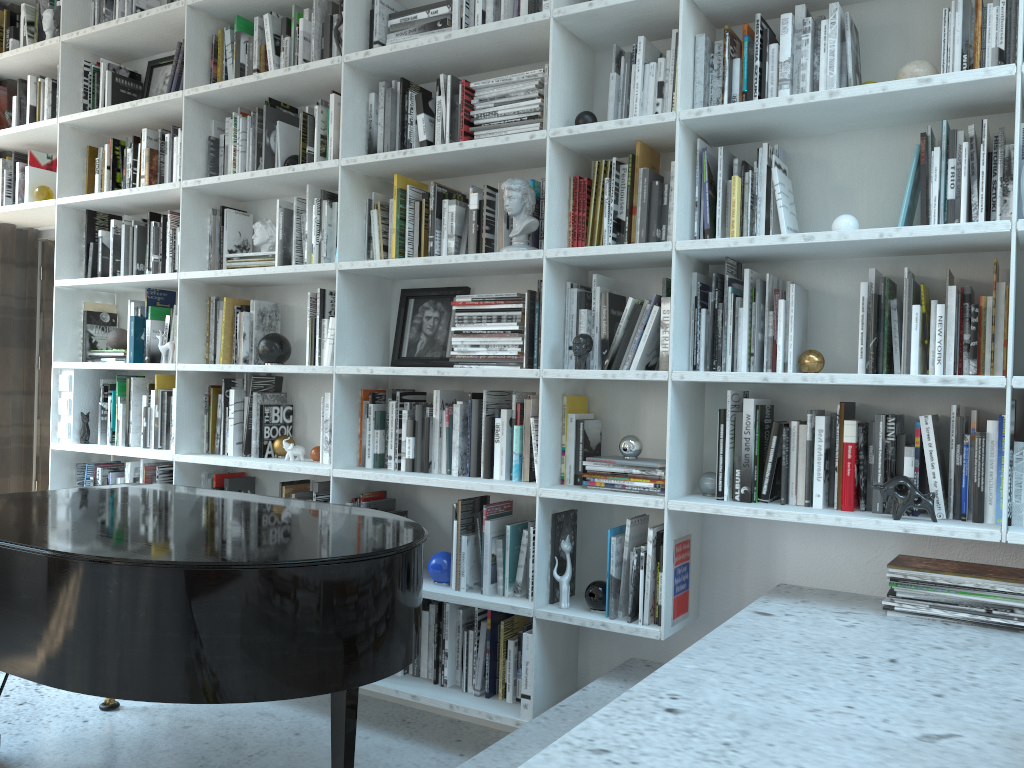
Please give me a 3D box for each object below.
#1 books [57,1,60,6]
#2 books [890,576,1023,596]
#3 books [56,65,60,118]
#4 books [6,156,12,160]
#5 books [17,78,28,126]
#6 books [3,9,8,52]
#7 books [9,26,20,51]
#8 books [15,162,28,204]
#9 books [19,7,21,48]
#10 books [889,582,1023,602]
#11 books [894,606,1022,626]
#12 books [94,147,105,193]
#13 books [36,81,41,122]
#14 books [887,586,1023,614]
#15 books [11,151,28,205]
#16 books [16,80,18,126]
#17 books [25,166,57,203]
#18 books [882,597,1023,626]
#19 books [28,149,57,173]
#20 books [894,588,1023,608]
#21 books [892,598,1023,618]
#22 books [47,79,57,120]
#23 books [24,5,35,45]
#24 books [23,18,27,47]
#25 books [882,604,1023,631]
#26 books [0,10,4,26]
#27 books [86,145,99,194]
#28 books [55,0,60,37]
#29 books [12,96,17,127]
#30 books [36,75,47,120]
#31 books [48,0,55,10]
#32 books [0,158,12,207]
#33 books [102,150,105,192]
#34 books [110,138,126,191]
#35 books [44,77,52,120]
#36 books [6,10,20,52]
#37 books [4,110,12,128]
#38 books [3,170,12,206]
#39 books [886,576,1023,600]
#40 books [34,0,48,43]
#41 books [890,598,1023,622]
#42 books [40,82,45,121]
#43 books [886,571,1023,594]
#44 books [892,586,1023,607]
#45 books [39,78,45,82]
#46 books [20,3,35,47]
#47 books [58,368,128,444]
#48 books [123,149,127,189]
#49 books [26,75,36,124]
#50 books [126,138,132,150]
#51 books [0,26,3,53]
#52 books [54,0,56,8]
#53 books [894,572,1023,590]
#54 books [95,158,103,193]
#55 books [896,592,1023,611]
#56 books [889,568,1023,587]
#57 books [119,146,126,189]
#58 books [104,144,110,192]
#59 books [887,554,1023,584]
[{"bbox_3d":[-2.114,-1.692,4.276,0.025,0.244,0.167,2,0,31],"label":"books"},{"bbox_3d":[1.179,0.515,2.318,0.345,0.007,0.193,1,0,26],"label":"books"},{"bbox_3d":[-2.099,-1.354,4.266,0.012,0.303,0.189,2,0,31],"label":"books"},{"bbox_3d":[-2.523,-0.997,4.541,0.013,0.303,0.135,2,0,31],"label":"books"},{"bbox_3d":[-2.367,-1.350,4.416,0.023,0.282,0.186,2,0,31],"label":"books"},{"bbox_3d":[-2.491,-1.722,4.495,0.014,0.286,0.175,2,0,31],"label":"books"},{"bbox_3d":[-2.433,-1.671,4.459,0.028,0.186,0.182,2,0,31],"label":"books"},{"bbox_3d":[-2.362,-0.960,4.399,0.021,0.237,0.188,2,0,31],"label":"books"},{"bbox_3d":[-2.384,-1.717,4.441,0.010,0.281,0.160,2,0,31],"label":"books"},{"bbox_3d":[1.182,0.530,2.323,0.345,0.007,0.193,1,0,28],"label":"books"},{"bbox_3d":[1.175,0.590,2.323,0.308,0.008,0.195,1,0,27],"label":"books"},{"bbox_3d":[-1.868,-0.958,4.145,0.062,0.258,0.153,2,0,31],"label":"books"},{"bbox_3d":[-2.235,-1.330,4.345,0.012,0.249,0.192,2,0,31],"label":"books"},{"bbox_3d":[1.180,0.560,2.327,0.345,0.007,0.193,1,0,29],"label":"books"},{"bbox_3d":[-2.403,-0.992,4.429,0.013,0.297,0.187,2,0,31],"label":"books"},{"bbox_3d":[-2.412,-1.358,4.465,0.011,0.296,0.162,2,0,31],"label":"books"},{"bbox_3d":[-2.301,-0.946,4.371,0.029,0.211,0.187,2,0,31],"label":"books"},{"bbox_3d":[1.174,0.582,2.320,0.345,0.007,0.193,1,0,36],"label":"books"},{"bbox_3d":[-2.311,-0.990,4.393,0.013,0.299,0.179,2,0,31],"label":"books"},{"bbox_3d":[1.183,0.545,2.331,0.308,0.008,0.195,1,0,31],"label":"books"},{"bbox_3d":[1.179,0.567,2.327,0.308,0.008,0.195,1,0,33],"label":"books"},{"bbox_3d":[-2.168,-1.329,4.304,0.030,0.251,0.165,2,0,31],"label":"books"},{"bbox_3d":[-2.302,-1.706,4.372,0.057,0.262,0.190,2,0,31],"label":"books"},{"bbox_3d":[-2.329,-1.679,4.395,0.030,0.206,0.175,2,0,31],"label":"books"},{"bbox_3d":[1.175,0.597,2.323,0.345,0.007,0.193,1,0,35],"label":"books"},{"bbox_3d":[-2.558,-1.735,4.549,0.012,0.307,0.180,2,0,31],"label":"books"},{"bbox_3d":[-1.908,-0.962,4.150,0.012,0.263,0.180,2,0,31],"label":"books"},{"bbox_3d":[-2.141,-1.708,4.308,0.013,0.275,0.158,2,0,31],"label":"books"},{"bbox_3d":[-2.434,-1.319,4.474,0.034,0.218,0.166,2,0,31],"label":"books"},{"bbox_3d":[-2.262,-1.352,4.372,0.037,0.292,0.155,2,0,31],"label":"books"},{"bbox_3d":[-2.201,-1.724,4.336,0.014,0.304,0.145,2,0,31],"label":"books"},{"bbox_3d":[-2.519,-0.987,4.513,0.023,0.281,0.170,2,0,31],"label":"books"},{"bbox_3d":[-1.804,-0.943,4.092,0.030,0.230,0.172,2,0,31],"label":"books"},{"bbox_3d":[-1.761,-0.966,4.057,0.011,0.277,0.164,2,0,31],"label":"books"},{"bbox_3d":[-2.192,-1.335,4.318,0.025,0.261,0.167,2,0,31],"label":"books"},{"bbox_3d":[-2.455,-1.713,4.471,0.025,0.269,0.177,2,0,31],"label":"books"},{"bbox_3d":[-2.496,-1.300,4.523,0.121,0.176,0.129,2,0,31],"label":"books"},{"bbox_3d":[-2.482,-0.955,4.490,0.010,0.220,0.181,2,0,31],"label":"books"},{"bbox_3d":[1.184,0.523,2.325,0.345,0.007,0.193,1,0,33],"label":"books"},{"bbox_3d":[-2.252,-1.715,4.361,0.039,0.282,0.181,2,0,31],"label":"books"},{"bbox_3d":[1.176,0.575,2.323,0.308,0.008,0.195,1,0,35],"label":"books"},{"bbox_3d":[-2.220,-1.327,4.337,0.021,0.244,0.173,2,0,31],"label":"books"},{"bbox_3d":[1.184,0.508,2.325,0.345,0.007,0.193,1,0,33],"label":"books"},{"bbox_3d":[1.179,0.537,2.318,0.308,0.008,0.195,1,0,36],"label":"books"},{"bbox_3d":[-2.245,-1.340,4.352,0.013,0.269,0.162,2,0,31],"label":"books"},{"bbox_3d":[-2.348,-1.718,4.418,0.028,0.283,0.189,2,0,31],"label":"books"},{"bbox_3d":[-1.945,0.102,4.123,0.106,0.340,0.307,2,0,31],"label":"books"},{"bbox_3d":[-1.686,-0.934,4.020,0.014,0.218,0.164,2,0,31],"label":"books"},{"bbox_3d":[-2.297,-1.350,4.370,0.021,0.286,0.179,2,0,31],"label":"books"},{"bbox_3d":[-1.691,-0.964,4.037,0.012,0.277,0.150,2,0,31],"label":"books"},{"bbox_3d":[-2.546,-1.690,4.524,0.014,0.219,0.188,2,0,31],"label":"books"},{"bbox_3d":[-2.177,-1.729,4.334,0.029,0.314,0.129,2,0,31],"label":"books"},{"bbox_3d":[1.184,0.500,2.325,0.308,0.008,0.195,1,0,33],"label":"books"},{"bbox_3d":[-1.843,-0.927,4.102,0.026,0.195,0.175,2,0,31],"label":"books"},{"bbox_3d":[1.176,0.552,2.320,0.308,0.008,0.195,1,0,26],"label":"books"},{"bbox_3d":[1.184,0.493,2.325,0.345,0.007,0.193,1,0,29],"label":"books"},{"bbox_3d":[-1.727,-0.951,4.058,0.047,0.249,0.134,2,0,31],"label":"books"},{"bbox_3d":[-1.785,-0.954,4.080,0.014,0.252,0.187,2,0,31],"label":"books"},{"bbox_3d":[1.185,0.485,2.325,0.345,0.007,0.193,1,0,33],"label":"books"}]
